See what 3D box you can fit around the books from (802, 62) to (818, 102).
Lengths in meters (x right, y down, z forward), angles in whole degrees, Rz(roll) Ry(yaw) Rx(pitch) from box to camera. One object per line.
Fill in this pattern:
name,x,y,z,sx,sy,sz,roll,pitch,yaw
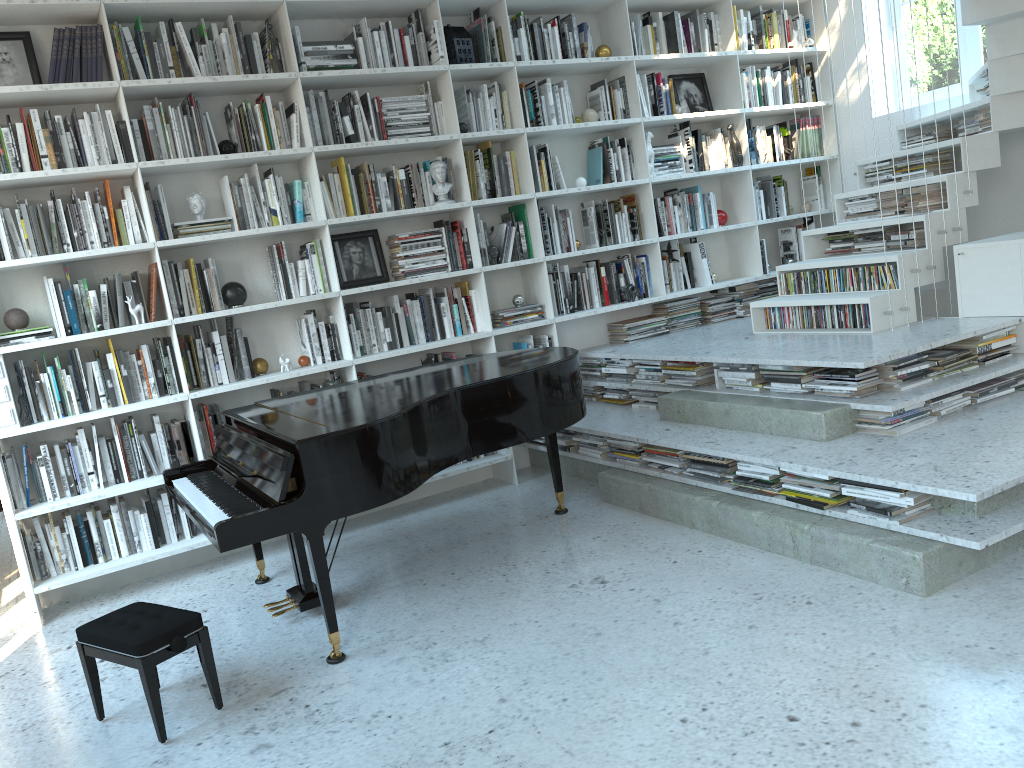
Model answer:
books,2.090,-2.128,6.345,0.041,0.293,0.186,-14,10,-27

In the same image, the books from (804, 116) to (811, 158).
books,2.055,-1.745,6.336,0.018,0.294,0.169,-14,10,-27

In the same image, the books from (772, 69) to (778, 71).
books,1.837,-2.062,6.241,0.010,0.274,0.130,-14,10,-27

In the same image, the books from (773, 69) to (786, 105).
books,1.835,-2.050,6.214,0.023,0.259,0.184,-14,10,-27

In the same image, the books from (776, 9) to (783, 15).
books,1.853,-2.448,6.216,0.011,0.295,0.151,-14,10,-27

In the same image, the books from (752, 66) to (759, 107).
books,1.623,-2.017,6.099,0.012,0.293,0.165,-14,10,-27

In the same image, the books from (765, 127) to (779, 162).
books,1.783,-1.658,6.209,0.022,0.247,0.181,-14,10,-27

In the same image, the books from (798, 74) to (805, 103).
books,2.001,-2.071,6.305,0.025,0.220,0.177,-14,10,-27

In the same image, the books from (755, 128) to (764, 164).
books,1.652,-1.625,6.135,0.026,0.246,0.180,-14,10,-27

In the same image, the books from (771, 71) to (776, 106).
books,1.775,-2.036,6.199,0.012,0.254,0.160,-14,10,-27

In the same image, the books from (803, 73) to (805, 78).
books,2.056,-2.094,6.363,0.024,0.230,0.130,-14,10,-27

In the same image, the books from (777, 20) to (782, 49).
books,1.792,-2.388,6.156,0.013,0.213,0.186,-14,10,-27

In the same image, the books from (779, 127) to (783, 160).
books,1.849,-1.678,6.267,0.025,0.249,0.133,-14,10,-27

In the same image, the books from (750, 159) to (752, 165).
books,1.570,-1.605,6.124,0.066,0.237,0.144,-14,10,-27

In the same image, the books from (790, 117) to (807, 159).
books,2.027,-1.740,6.337,0.033,0.294,0.169,-14,10,-27

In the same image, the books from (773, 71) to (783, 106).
books,1.810,-2.037,6.194,0.045,0.245,0.177,-14,10,-27

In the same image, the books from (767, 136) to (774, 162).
books,1.745,-1.618,6.185,0.023,0.189,0.169,-14,10,-27

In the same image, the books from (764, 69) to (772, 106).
books,1.718,-2.024,6.147,0.022,0.263,0.172,-14,10,-27

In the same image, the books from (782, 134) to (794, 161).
books,1.906,-1.651,6.257,0.024,0.181,0.191,-14,10,-27

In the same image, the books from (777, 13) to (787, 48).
books,1.852,-2.427,6.191,0.022,0.261,0.160,-14,10,-27

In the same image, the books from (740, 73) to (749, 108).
books,1.529,-1.969,6.038,0.023,0.248,0.182,-14,10,-27

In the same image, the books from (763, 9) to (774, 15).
books,1.769,-2.426,6.155,0.010,0.296,0.165,-14,10,-27

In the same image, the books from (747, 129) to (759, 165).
books,1.621,-1.616,6.119,0.022,0.243,0.170,-14,10,-27

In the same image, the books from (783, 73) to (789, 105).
books,1.879,-2.053,6.260,0.028,0.237,0.145,-14,10,-27

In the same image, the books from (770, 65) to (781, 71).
books,1.852,-2.075,6.244,0.024,0.292,0.132,-14,10,-27

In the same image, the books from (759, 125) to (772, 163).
books,1.706,-1.645,6.161,0.056,0.262,0.176,-14,10,-27

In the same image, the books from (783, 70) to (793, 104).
books,1.906,-2.066,6.262,0.025,0.253,0.160,-14,10,-27

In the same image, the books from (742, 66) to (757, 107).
books,1.603,-2.016,6.101,0.022,0.297,0.162,-14,10,-27

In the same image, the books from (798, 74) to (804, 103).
books,1.985,-2.061,6.286,0.025,0.212,0.188,-14,10,-27

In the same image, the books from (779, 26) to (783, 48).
books,1.824,-2.384,6.202,0.034,0.183,0.156,-14,10,-27

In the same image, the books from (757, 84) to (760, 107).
books,1.642,-1.966,6.128,0.027,0.180,0.157,-14,10,-27

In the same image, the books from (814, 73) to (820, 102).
books,2.123,-2.099,6.366,0.021,0.219,0.184,-14,10,-27

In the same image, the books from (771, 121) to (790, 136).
books,1.906,-1.704,6.285,0.026,0.278,0.169,-14,10,-27

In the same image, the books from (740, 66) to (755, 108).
books,1.576,-1.999,6.058,0.014,0.286,0.185,-14,10,-27

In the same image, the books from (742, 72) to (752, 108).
books,1.554,-1.982,6.063,0.026,0.257,0.173,-14,10,-27

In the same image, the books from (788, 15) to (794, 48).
books,1.919,-2.441,6.235,0.069,0.254,0.154,-14,10,-27

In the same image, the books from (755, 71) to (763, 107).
books,1.659,-2.009,6.119,0.013,0.261,0.158,-14,10,-27

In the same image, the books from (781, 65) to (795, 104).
books,1.924,-2.084,6.260,0.012,0.283,0.151,-14,10,-27

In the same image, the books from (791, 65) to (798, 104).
books,1.937,-2.084,6.264,0.013,0.277,0.188,-14,10,-27

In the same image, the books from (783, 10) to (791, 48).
books,1.874,-2.447,6.214,0.023,0.287,0.162,-14,10,-27

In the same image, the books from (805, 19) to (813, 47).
books,2.061,-2.454,6.298,0.011,0.217,0.170,-14,10,-27

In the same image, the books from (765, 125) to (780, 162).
books,1.799,-1.669,6.228,0.029,0.259,0.171,-14,10,-27

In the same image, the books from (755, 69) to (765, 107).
books,1.670,-2.018,6.135,0.025,0.271,0.152,-14,10,-27

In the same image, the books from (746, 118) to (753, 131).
books,1.620,-1.659,6.137,0.012,0.322,0.141,-14,10,-27

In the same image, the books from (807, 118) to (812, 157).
books,2.064,-1.749,6.356,0.018,0.294,0.169,-14,10,-27

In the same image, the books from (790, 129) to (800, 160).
books,1.967,-1.683,6.307,0.088,0.217,0.167,-14,10,-27

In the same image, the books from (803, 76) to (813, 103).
books,2.053,-2.069,6.323,0.029,0.195,0.192,-14,10,-27

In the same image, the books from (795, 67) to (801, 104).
books,1.956,-2.083,6.271,0.028,0.268,0.173,-14,10,-27

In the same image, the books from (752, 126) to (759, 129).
books,1.666,-1.640,6.154,0.022,0.266,0.157,-14,10,-27

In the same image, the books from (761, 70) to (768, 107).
books,1.697,-2.017,6.138,0.024,0.260,0.156,-14,10,-27

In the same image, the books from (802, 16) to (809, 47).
books,2.028,-2.464,6.300,0.040,0.247,0.160,-14,10,-27

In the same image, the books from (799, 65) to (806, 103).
books,2.020,-2.109,6.321,0.013,0.283,0.149,-14,10,-27

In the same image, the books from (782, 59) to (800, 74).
books,2.001,-2.130,6.319,0.013,0.331,0.140,-14,10,-27

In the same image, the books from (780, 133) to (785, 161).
books,1.868,-1.661,6.282,0.014,0.207,0.138,-14,10,-27

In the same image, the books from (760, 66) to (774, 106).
books,1.737,-2.040,6.161,0.030,0.284,0.166,-14,10,-27

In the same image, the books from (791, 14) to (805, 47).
books,1.997,-2.463,6.284,0.029,0.259,0.163,-14,10,-27

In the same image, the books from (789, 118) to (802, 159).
books,1.995,-1.730,6.320,0.072,0.292,0.169,-14,10,-27

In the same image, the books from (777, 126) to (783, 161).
books,1.834,-1.676,6.255,0.012,0.254,0.160,-14,10,-27

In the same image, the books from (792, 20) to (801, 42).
books,1.963,-2.431,6.257,0.023,0.214,0.180,-14,10,-27

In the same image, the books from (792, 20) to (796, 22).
books,1.970,-2.443,6.288,0.023,0.228,0.131,-14,10,-27
